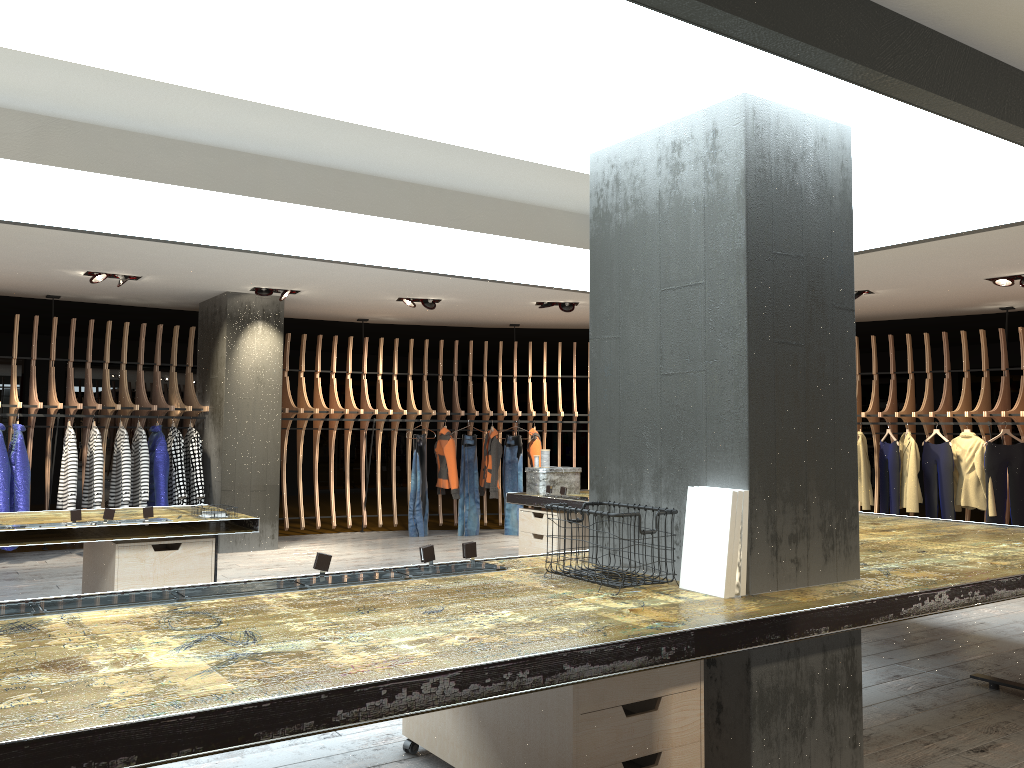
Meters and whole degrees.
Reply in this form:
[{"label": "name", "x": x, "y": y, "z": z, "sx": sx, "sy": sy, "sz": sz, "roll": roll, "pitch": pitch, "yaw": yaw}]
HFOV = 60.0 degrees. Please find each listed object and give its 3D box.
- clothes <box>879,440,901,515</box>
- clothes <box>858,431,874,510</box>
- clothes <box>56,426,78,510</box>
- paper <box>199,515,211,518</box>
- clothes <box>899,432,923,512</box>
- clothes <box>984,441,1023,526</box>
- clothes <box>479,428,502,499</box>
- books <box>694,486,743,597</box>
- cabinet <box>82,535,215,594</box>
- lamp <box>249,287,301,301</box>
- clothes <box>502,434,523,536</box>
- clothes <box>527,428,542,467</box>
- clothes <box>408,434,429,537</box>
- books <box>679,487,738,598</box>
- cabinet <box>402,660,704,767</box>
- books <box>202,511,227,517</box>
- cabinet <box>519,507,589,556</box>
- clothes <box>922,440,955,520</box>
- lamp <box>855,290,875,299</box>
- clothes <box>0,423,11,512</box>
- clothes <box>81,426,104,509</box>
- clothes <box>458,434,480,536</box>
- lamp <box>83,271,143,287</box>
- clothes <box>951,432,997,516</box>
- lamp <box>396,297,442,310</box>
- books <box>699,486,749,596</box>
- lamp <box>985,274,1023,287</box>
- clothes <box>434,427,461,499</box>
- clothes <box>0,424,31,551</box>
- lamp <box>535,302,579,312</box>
[{"label": "clothes", "x": 4.308, "y": 1.315, "z": 10.113, "sx": 0.087, "sy": 1.354, "sz": 0.538, "roll": 0, "pitch": -4, "yaw": 0}, {"label": "clothes", "x": 4.049, "y": 0.996, "z": 10.309, "sx": 0.250, "sy": 0.891, "sz": 0.704, "roll": -1, "pitch": -4, "yaw": 17}, {"label": "clothes", "x": -4.497, "y": 0.958, "z": 9.025, "sx": 0.128, "sy": 1.063, "sz": 0.751, "roll": 3, "pitch": -5, "yaw": -36}, {"label": "paper", "x": -1.888, "y": 0.836, "z": 5.602, "sx": 0.130, "sy": 0.003, "sz": 0.176, "roll": 3, "pitch": -4, "yaw": -36}, {"label": "clothes", "x": 4.495, "y": 0.985, "z": 10.024, "sx": 0.250, "sy": 0.891, "sz": 0.704, "roll": 0, "pitch": -4, "yaw": 7}, {"label": "clothes", "x": 5.237, "y": 1.279, "z": 9.364, "sx": 0.539, "sy": 1.354, "sz": 0.087, "roll": 1, "pitch": -4, "yaw": -10}, {"label": "clothes", "x": -0.268, "y": 0.994, "z": 11.205, "sx": 0.201, "sy": 0.882, "sz": 0.838, "roll": 1, "pitch": -4, "yaw": -14}, {"label": "books", "x": 0.716, "y": 0.555, "z": 3.149, "sx": 0.075, "sy": 0.368, "sz": 0.215, "roll": 3, "pitch": -5, "yaw": -34}, {"label": "cabinet", "x": -2.384, "y": 1.279, "z": 5.771, "sx": 0.593, "sy": 0.631, "sz": 1.131, "roll": 3, "pitch": -4, "yaw": -34}, {"label": "lamp", "x": -2.518, "y": -1.031, "z": 9.438, "sx": 0.492, "sy": 0.292, "sz": 0.269, "roll": 2, "pitch": -4, "yaw": -28}, {"label": "clothes", "x": 0.033, "y": 1.349, "z": 11.244, "sx": 0.309, "sy": 1.423, "sz": 0.200, "roll": -2, "pitch": -5, "yaw": 28}, {"label": "clothes", "x": 0.300, "y": 1.001, "z": 11.303, "sx": 0.201, "sy": 0.882, "sz": 0.838, "roll": 1, "pitch": -4, "yaw": -4}, {"label": "clothes", "x": -1.136, "y": 1.329, "z": 11.029, "sx": 0.200, "sy": 1.423, "sz": 0.308, "roll": -2, "pitch": -5, "yaw": 33}, {"label": "books", "x": 0.693, "y": 0.554, "z": 3.133, "sx": 0.073, "sy": 0.368, "sz": 0.215, "roll": 3, "pitch": -5, "yaw": -34}, {"label": "cabinet", "x": 0.099, "y": 1.169, "z": 3.335, "sx": 0.593, "sy": 0.631, "sz": 1.131, "roll": 3, "pitch": -4, "yaw": -34}, {"label": "books", "x": -1.876, "y": 0.819, "z": 5.588, "sx": 0.110, "sy": 0.025, "sz": 0.155, "roll": 3, "pitch": -4, "yaw": -39}, {"label": "cabinet", "x": 0.681, "y": 1.414, "z": 7.840, "sx": 1.131, "sy": 0.631, "sz": 0.593, "roll": 3, "pitch": -4, "yaw": -34}, {"label": "clothes", "x": 4.722, "y": 1.302, "z": 9.805, "sx": 0.087, "sy": 1.354, "sz": 0.538, "roll": 1, "pitch": -4, "yaw": -10}, {"label": "lamp", "x": 3.525, "y": -0.993, "z": 9.330, "sx": 0.492, "sy": 0.284, "sz": 0.269, "roll": -2, "pitch": -4, "yaw": 36}, {"label": "clothes", "x": -5.103, "y": 1.003, "z": 8.705, "sx": 0.249, "sy": 1.247, "sz": 0.883, "roll": 3, "pitch": -5, "yaw": -37}, {"label": "clothes", "x": -4.302, "y": 0.966, "z": 9.157, "sx": 0.128, "sy": 1.063, "sz": 0.751, "roll": 3, "pitch": -5, "yaw": -36}, {"label": "clothes", "x": -0.555, "y": 1.340, "z": 11.154, "sx": 0.308, "sy": 1.423, "sz": 0.200, "roll": 4, "pitch": -5, "yaw": -42}, {"label": "lamp", "x": -3.869, "y": -1.087, "z": 8.597, "sx": 0.492, "sy": 0.292, "sz": 0.269, "roll": 3, "pitch": -4, "yaw": -34}, {"label": "clothes", "x": 4.953, "y": 0.965, "z": 9.639, "sx": 0.250, "sy": 0.891, "sz": 0.704, "roll": 1, "pitch": -4, "yaw": -13}, {"label": "lamp", "x": -1.054, "y": -0.985, "z": 10.044, "sx": 0.492, "sy": 0.296, "sz": 0.269, "roll": 1, "pitch": -4, "yaw": -14}, {"label": "books", "x": 0.751, "y": 0.556, "z": 3.172, "sx": 0.047, "sy": 0.369, "sz": 0.215, "roll": 3, "pitch": -5, "yaw": -34}, {"label": "lamp", "x": 4.717, "y": -1.034, "z": 8.286, "sx": 0.269, "sy": 0.296, "sz": 0.492, "roll": 4, "pitch": -5, "yaw": -41}, {"label": "clothes", "x": -0.831, "y": 0.985, "z": 11.161, "sx": 0.201, "sy": 0.882, "sz": 0.838, "roll": 2, "pitch": -4, "yaw": -19}, {"label": "clothes", "x": -5.000, "y": 1.015, "z": 8.870, "sx": 0.245, "sy": 1.240, "sz": 0.884, "roll": 3, "pitch": -5, "yaw": -37}, {"label": "lamp", "x": 0.520, "y": -0.964, "z": 10.240, "sx": 0.492, "sy": 0.293, "sz": 0.269, "roll": 1, "pitch": -4, "yaw": -2}]
